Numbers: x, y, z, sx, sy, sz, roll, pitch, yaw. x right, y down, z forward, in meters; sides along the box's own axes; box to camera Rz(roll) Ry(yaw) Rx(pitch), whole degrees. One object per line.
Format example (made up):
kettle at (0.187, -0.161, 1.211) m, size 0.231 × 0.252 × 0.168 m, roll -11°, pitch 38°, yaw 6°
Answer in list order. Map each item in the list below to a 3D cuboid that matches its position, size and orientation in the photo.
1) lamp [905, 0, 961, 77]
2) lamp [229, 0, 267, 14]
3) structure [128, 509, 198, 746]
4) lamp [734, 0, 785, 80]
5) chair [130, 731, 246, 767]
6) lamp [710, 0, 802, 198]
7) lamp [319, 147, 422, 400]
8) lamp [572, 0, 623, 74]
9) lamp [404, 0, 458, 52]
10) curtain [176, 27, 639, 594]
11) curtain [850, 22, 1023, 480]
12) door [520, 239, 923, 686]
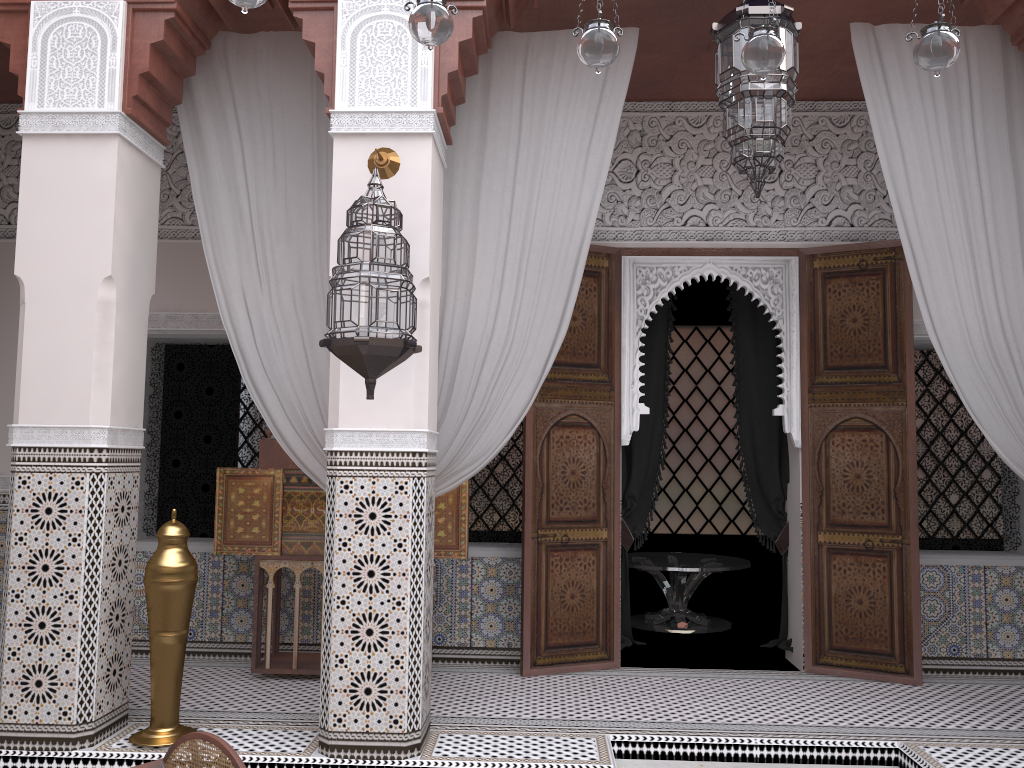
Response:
lamp at (0.783, -0.746, 1.648) m, size 0.091 × 0.371 × 0.090 m, roll 4°, pitch -6°, yaw -33°
lamp at (-0.431, -0.780, 1.447) m, size 0.090 × 0.371 × 0.091 m, roll -1°, pitch -5°, yaw 17°
structure at (-0.826, 0.572, 2.136) m, size 0.156 × 0.539 × 0.156 m, roll 3°, pitch -5°, yaw -26°
lamp at (0.467, -0.749, 1.671) m, size 0.090 × 0.371 × 0.091 m, roll -3°, pitch -6°, yaw 37°
chair at (-0.516, 0.675, 1.246) m, size 0.263 × 0.313 × 0.208 m, roll -3°, pitch -6°, yaw 38°
lamp at (0.609, -0.744, 2.211) m, size 0.221 × 0.571 × 0.220 m, roll 1°, pitch -5°, yaw 2°
lamp at (-0.312, -0.273, 2.002) m, size 0.216 × 0.618 × 0.217 m, roll 1°, pitch -5°, yaw 2°
lamp at (0.161, -0.754, 1.653) m, size 0.091 × 0.371 × 0.090 m, roll 5°, pitch -7°, yaw -43°
lamp at (-0.141, -0.765, 1.573) m, size 0.090 × 0.371 × 0.091 m, roll -3°, pitch -6°, yaw 37°
curtain at (-0.318, -0.095, 2.369) m, size 1.304 × 1.761 × 0.048 m, roll 1°, pitch -5°, yaw 2°
curtain at (1.539, -0.078, 2.277) m, size 1.304 × 1.761 × 0.048 m, roll 1°, pitch -5°, yaw 2°
door at (0.664, 0.209, 3.013) m, size 1.244 × 1.461 × 0.419 m, roll 1°, pitch -5°, yaw 2°
